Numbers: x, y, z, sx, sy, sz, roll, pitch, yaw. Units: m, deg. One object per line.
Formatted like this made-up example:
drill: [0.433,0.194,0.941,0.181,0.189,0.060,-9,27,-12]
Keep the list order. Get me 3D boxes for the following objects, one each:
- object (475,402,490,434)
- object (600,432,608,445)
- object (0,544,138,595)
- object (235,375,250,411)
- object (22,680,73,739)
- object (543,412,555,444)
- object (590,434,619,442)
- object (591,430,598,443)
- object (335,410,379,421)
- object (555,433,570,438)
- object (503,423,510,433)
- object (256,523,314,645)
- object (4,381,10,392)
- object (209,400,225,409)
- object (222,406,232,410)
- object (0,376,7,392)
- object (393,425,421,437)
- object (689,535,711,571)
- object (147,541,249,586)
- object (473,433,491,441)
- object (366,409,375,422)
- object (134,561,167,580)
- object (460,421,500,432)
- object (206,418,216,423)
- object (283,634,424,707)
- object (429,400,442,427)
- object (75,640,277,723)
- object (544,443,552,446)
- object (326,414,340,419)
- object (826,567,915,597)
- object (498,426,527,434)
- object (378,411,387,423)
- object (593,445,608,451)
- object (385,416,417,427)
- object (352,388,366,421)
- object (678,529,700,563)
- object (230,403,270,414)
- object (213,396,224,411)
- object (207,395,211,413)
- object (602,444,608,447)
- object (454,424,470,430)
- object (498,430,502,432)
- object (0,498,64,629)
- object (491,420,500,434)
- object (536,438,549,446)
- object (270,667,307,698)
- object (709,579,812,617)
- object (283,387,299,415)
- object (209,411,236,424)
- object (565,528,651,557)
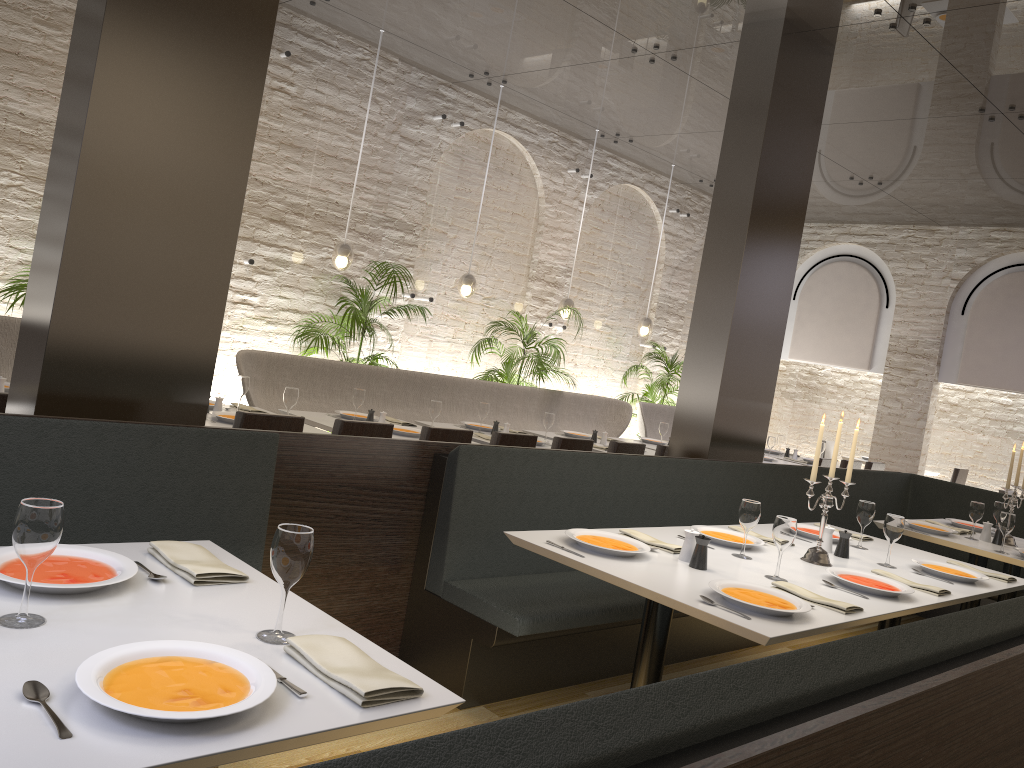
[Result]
object: [-0.224,0.255,6.658,0.086,0.231,0.086,10,0,-2]
object: [0.783,0.457,7.522,0.059,0.109,0.059,10,1,37]
object: [-0.997,0.413,1.949,0.321,0.036,0.322,9,3,-25]
object: [-1.618,0.067,5.281,0.086,0.231,0.086,10,0,-2]
object: [-0.711,0.496,1.353,0.038,0.015,0.182,8,3,-43]
object: [0.271,0.337,6.792,0.086,0.231,0.086,10,0,-2]
object: [0.828,0.493,7.989,0.142,0.033,0.274,8,3,-44]
object: [0.702,0.442,7.541,0.059,0.109,0.059,10,1,37]
object: [-1.071,0.229,6.136,0.323,0.036,0.320,11,3,28]
object: [0.441,0.443,7.638,0.017,0.010,0.186,8,3,-44]
object: [-0.044,0.346,6.706,0.059,0.109,0.059,10,1,37]
object: [-0.466,0.411,1.830,0.086,0.231,0.086,10,0,-33]
object: [-2.692,0.010,4.534,0.322,0.036,0.321,11,2,24]
object: [-1.892,0.118,5.325,0.321,0.036,0.322,10,2,-9]
object: [-1.771,0.142,5.451,0.038,0.015,0.182,8,3,-43]
object: [-2.484,0.016,4.293,0.059,0.109,0.059,10,1,37]
object: [-0.703,0.309,5.750,0.323,0.036,0.320,11,3,28]
object: [0.688,0.613,3.232,0.068,0.126,0.069,10,0,-13]
object: [-0.781,0.441,2.200,0.142,0.033,0.274,8,3,-44]
object: [-0.139,0.392,6.310,0.142,0.033,0.274,8,3,-44]
object: [-0.944,0.220,5.914,0.059,0.109,0.059,10,1,37]
object: [-0.861,0.439,2.096,0.038,0.015,0.182,8,3,-43]
object: [-0.251,0.339,6.946,0.322,0.036,0.321,11,2,24]
object: [-1.658,0.188,4.814,0.038,0.015,0.182,8,3,-43]
object: [-0.308,0.545,1.707,0.142,0.033,0.274,8,3,-44]
object: [-0.531,0.228,6.000,0.086,0.231,0.087,10,0,-38]
object: [-0.562,0.508,1.493,0.321,0.036,0.322,9,3,-25]
object: [0.237,0.446,6.687,0.017,0.010,0.186,8,3,-44]
object: [-1.205,0.221,6.011,0.017,0.010,0.186,8,3,-44]
object: [1.369,0.769,3.402,0.321,0.036,0.322,9,3,-25]
object: [0.001,0.381,7.172,0.142,0.033,0.274,8,3,-44]
object: [-0.864,0.235,5.895,0.059,0.109,0.059,10,1,37]
object: [0.687,0.504,7.127,0.142,0.033,0.274,8,3,-44]
object: [-0.818,0.271,6.362,0.142,0.033,0.274,8,3,-44]
object: [-1.026,0.147,5.866,0.086,0.231,0.086,10,0,3]
object: [0.667,0.606,3.325,0.068,0.126,0.069,10,1,-21]
object: [-1.640,0.160,5.550,0.142,0.033,0.274,8,3,-44]
object: [-1.685,0.124,5.084,0.059,0.109,0.059,10,1,-36]
object: [-1.765,0.109,5.102,0.059,0.109,0.059,10,1,-36]
object: [0.809,0.521,7.252,0.038,0.015,0.182,8,3,-43]
object: [-0.385,0.331,6.821,0.017,0.010,0.186,8,3,-44]
object: [-0.130,0.363,7.073,0.038,0.015,0.182,8,3,-43]
object: [-0.913,0.338,1.686,0.086,0.231,0.086,10,0,-33]
object: [-0.124,0.331,6.724,0.059,0.109,0.059,10,1,37]
object: [0.117,0.420,6.560,0.322,0.036,0.321,11,2,24]
object: [-0.431,0.536,1.629,0.017,0.010,0.186,8,3,-44]
object: [0.786,0.690,2.825,0.322,0.036,0.321,11,2,21]
object: [-1.277,0.135,5.075,0.086,0.231,0.086,10,0,-2]
object: [-1.524,0.198,4.938,0.321,0.036,0.322,10,2,-9]
object: [0.351,0.595,3.281,0.323,0.036,0.320,12,3,43]
